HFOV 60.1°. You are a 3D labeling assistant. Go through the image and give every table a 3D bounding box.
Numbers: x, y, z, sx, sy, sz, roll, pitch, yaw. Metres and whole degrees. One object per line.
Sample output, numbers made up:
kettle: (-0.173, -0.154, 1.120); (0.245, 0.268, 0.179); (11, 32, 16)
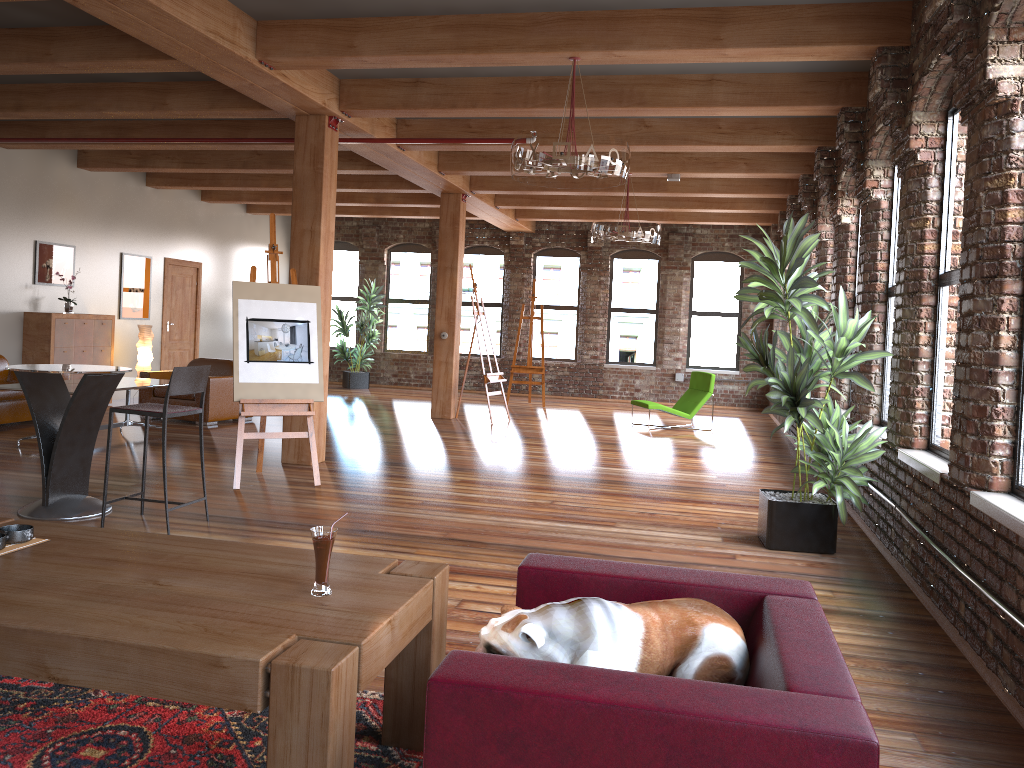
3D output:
table: (-4.070, 0.275, 8.685); (0.940, 0.559, 1.873); (3, 4, 12)
table: (-2.827, 0.357, 5.641); (0.722, 0.923, 0.721); (4, 3, 37)
table: (-1.158, 0.817, 2.548); (1.751, 0.549, 0.901); (3, 3, 12)

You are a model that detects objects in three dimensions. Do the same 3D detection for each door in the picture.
door: (-5.346, -0.922, 14.152); (0.226, 2.118, 1.031); (3, 2, 12)

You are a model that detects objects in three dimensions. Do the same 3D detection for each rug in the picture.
rug: (-1.218, 1.086, 2.555); (2.463, 0.009, 1.345); (3, 4, 12)

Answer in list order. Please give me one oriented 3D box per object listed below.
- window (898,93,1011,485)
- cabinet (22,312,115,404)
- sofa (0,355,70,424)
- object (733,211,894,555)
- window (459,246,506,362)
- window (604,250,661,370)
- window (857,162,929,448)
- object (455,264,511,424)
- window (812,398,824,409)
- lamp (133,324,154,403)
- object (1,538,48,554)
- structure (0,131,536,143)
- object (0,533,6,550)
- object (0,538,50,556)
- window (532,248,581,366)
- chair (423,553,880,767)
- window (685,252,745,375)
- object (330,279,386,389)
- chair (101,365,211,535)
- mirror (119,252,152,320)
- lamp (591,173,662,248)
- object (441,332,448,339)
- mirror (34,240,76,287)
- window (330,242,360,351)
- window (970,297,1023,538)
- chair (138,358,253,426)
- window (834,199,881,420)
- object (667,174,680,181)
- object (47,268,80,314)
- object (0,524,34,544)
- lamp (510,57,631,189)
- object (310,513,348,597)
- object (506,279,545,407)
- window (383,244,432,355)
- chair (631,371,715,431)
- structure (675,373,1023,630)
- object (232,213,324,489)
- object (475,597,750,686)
window: (2.372, -0.627, 4.786); (0.235, 2.213, 0.969); (3, 2, 12)
cabinet: (-5.678, -0.301, 11.394); (0.419, 1.208, 1.187); (3, 2, 12)
sofa: (-5.795, 0.077, 9.162); (0.952, 0.734, 2.415); (3, 4, 12)
object: (1.910, -0.018, 5.648); (0.967, 2.101, 1.080); (3, 2, 25)
window: (-0.610, -1.564, 17.099); (0.969, 2.225, 0.221); (3, 1, 12)
window: (2.257, -1.395, 16.479); (0.969, 2.216, 0.219); (3, 1, 12)
window: (2.684, -0.707, 6.220); (0.235, 2.213, 0.969); (3, 2, 12)
object: (-0.412, -0.572, 12.162); (0.685, 2.138, 0.662); (3, 1, 22)
window: (3.307, -0.865, 9.088); (0.236, 2.213, 0.969); (3, 2, 12)
lamp: (-5.074, -0.277, 12.255); (0.270, 1.113, 0.261); (2, 1, -33)
object: (-1.711, 0.506, 2.670); (0.332, 0.003, 0.471); (3, 4, 12)
structure: (-3.102, -2.485, 8.919); (6.811, 0.112, 0.051); (3, 2, 12)
object: (-1.601, 0.486, 2.705); (0.099, 0.043, 0.099); (0, 4, -40)
object: (-1.710, 0.506, 2.669); (0.352, 0.001, 0.470); (3, 4, 12)
window: (0.820, -1.477, 16.789); (0.969, 2.225, 0.221); (3, 1, 12)
chair: (0.346, 0.883, 2.217); (0.866, 0.592, 1.072); (3, 3, 12)
window: (3.708, -1.307, 16.164); (0.969, 2.216, 0.219); (3, 1, 12)
object: (-2.958, -0.977, 16.872); (1.080, 2.101, 0.968); (2, 2, -10)
chair: (-2.155, 0.368, 5.404); (0.467, 0.981, 0.430); (3, 2, 12)
mirror: (-5.495, -1.414, 12.949); (0.025, 0.951, 0.695); (3, 2, 12)
lamp: (1.325, -2.015, 10.197); (0.809, 0.814, 0.811); (1, 3, -42)
object: (-0.928, -0.659, 12.078); (0.095, 0.095, 0.061); (3, 2, 12)
mirror: (-5.837, -1.526, 11.326); (0.025, 0.547, 0.695); (3, 3, 12)
window: (-3.486, -1.772, 17.790); (0.969, 2.167, 0.086); (3, 1, 12)
window: (2.061, -0.548, 3.354); (0.235, 2.213, 0.969); (3, 2, 12)
chair: (-3.808, 0.066, 10.742); (1.065, 0.734, 0.831); (4, 3, 22)
window: (2.993, -0.786, 7.655); (0.232, 2.213, 0.969); (3, 2, 12)
object: (1.848, -2.365, 10.119); (0.145, 0.072, 0.147); (3, 3, 12)
object: (-5.665, -1.194, 11.271); (0.370, 0.588, 0.298); (3, 2, 7)
object: (-1.579, 0.479, 2.820); (0.099, 0.043, 0.099); (5, 4, 38)
lamp: (0.403, -1.780, 5.948); (0.809, 0.814, 0.811); (1, 3, -35)
object: (-0.512, 0.463, 2.427); (0.076, 0.232, 0.095); (1, 2, -45)
object: (0.310, -0.719, 14.925); (0.662, 2.138, 0.685); (3, 1, 7)
window: (-2.029, -1.684, 17.475); (0.969, 2.167, 0.086); (3, 1, 12)
chair: (2.225, 0.213, 12.328); (0.955, 0.795, 0.681); (2, 2, -13)
structure: (3.148, 0.414, 9.335); (1.633, 0.313, 13.728); (3, 4, 5)
object: (-1.874, -0.305, 7.036); (0.701, 2.138, 0.686); (2, 2, -28)
object: (0.247, 0.696, 2.302); (0.754, 0.296, 0.365); (2, 3, -16)
